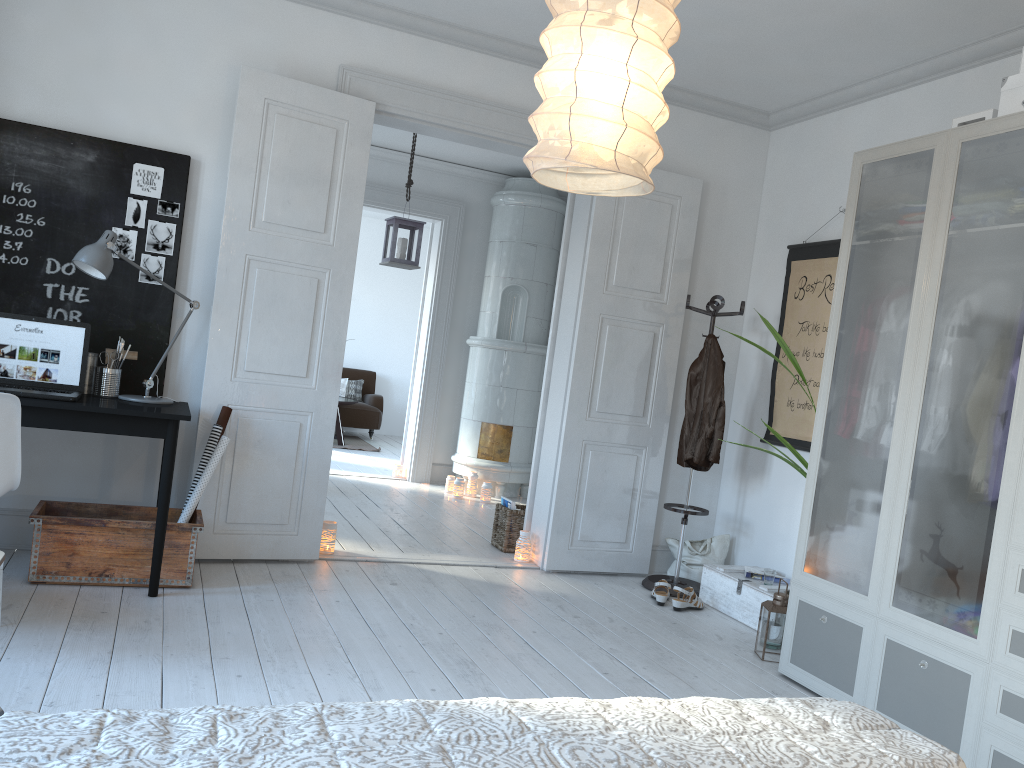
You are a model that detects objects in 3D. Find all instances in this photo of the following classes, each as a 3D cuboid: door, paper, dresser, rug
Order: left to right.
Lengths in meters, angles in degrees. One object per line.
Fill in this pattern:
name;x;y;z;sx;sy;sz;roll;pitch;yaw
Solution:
paper;-1.425;0.535;3.948;0.283;0.627;0.041;6;3;-43
paper;-1.444;0.514;4.002;0.043;0.669;0.266;9;2;24
paper;-1.439;0.470;4.076;0.048;0.747;0.297;9;2;24
rug;-2.478;0.584;10.170;1.711;0.055;1.454;7;1;-21
door;-1.394;-0.459;7.687;2.600;2.507;0.577;7;2;-22
door;-0.304;-0.260;4.886;2.600;2.507;0.577;7;2;-22
paper;1.334;1.004;4.652;0.221;0.031;0.175;8;1;11
dresser;1.787;0.208;3.104;0.631;2.164;1.430;7;2;-22

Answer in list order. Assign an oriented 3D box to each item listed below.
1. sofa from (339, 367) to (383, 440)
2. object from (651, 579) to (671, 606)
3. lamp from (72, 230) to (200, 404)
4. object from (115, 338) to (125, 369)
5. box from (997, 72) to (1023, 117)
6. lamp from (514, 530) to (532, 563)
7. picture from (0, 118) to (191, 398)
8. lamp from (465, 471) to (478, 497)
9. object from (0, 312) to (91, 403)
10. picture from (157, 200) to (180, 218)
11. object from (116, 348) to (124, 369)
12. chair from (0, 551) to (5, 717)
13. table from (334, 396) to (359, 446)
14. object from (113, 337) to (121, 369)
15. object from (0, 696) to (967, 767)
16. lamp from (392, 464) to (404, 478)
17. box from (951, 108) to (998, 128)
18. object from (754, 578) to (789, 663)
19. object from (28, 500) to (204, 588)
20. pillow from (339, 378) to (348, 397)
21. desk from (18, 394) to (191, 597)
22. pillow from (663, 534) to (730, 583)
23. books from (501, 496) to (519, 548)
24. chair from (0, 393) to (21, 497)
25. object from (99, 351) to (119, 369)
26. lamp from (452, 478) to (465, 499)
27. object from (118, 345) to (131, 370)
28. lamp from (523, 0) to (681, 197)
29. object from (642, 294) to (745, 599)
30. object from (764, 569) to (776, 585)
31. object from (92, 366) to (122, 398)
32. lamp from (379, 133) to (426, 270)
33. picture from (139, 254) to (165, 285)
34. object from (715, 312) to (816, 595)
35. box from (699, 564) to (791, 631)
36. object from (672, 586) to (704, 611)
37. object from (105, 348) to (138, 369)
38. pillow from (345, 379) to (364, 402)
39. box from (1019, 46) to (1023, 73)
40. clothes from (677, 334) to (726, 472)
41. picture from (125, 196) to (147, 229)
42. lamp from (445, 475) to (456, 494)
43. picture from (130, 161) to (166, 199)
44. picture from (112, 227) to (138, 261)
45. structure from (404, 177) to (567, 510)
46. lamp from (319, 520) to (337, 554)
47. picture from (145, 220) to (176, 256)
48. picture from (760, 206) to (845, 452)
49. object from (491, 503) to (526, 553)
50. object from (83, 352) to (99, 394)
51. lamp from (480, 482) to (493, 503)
sofa;-2.696;0.141;10.866;2.166;0.825;0.967;7;2;-22
object;0.794;1.088;4.716;0.099;0.126;0.272;8;1;11
lamp;-1.650;-0.283;3.886;0.229;0.716;0.617;9;2;39
object;-1.765;-0.075;3.948;0.012;0.264;0.062;8;2;21
box;1.911;-0.966;3.081;0.286;0.199;0.280;7;2;-22
lamp;0.067;0.947;5.163;0.093;0.180;0.092;6;2;-39
picture;-2.035;-0.550;4.039;0.953;1.173;0.063;7;2;-22
lamp;-0.334;0.842;7.446;0.098;0.210;0.098;7;2;-17
object;-1.962;-0.116;3.557;0.446;0.315;0.325;7;2;-21
picture;-1.607;-0.822;4.149;0.095;0.071;0.001;7;2;-22
object;-1.762;-0.053;3.941;0.009;0.222;0.082;8;2;8
chair;-1.497;0.494;2.068;0.562;0.798;0.524;7;2;-22
table;-2.440;0.363;10.137;1.301;0.503;1.298;7;1;-31
object;-1.769;-0.079;3.946;0.008;0.268;0.060;7;2;-5
object;0.004;0.543;1.325;1.461;0.104;0.404;7;1;-22
lamp;-1.024;0.782;7.955;0.093;0.110;0.093;7;2;-5
box;1.806;-0.938;3.337;0.223;0.107;0.180;7;1;-22
object;1.179;1.043;3.928;0.132;0.352;0.137;8;2;1
object;-1.699;0.693;3.823;0.665;0.282;0.339;7;2;-22
pillow;-2.273;0.028;11.012;0.471;0.309;0.188;7;2;-21
desk;-1.997;0.417;3.683;1.160;0.759;0.650;7;2;-22
pillow;1.097;1.022;5.258;0.317;0.314;0.272;7;2;-21
books;0.037;0.868;5.537;0.201;0.300;0.179;7;2;-22
chair;-1.964;0.400;3.007;0.553;0.824;0.475;9;2;33
object;-1.801;-0.049;3.932;0.081;0.198;0.050;8;2;3
lamp;-0.435;0.854;7.266;0.089;0.166;0.089;7;2;-20
object;-1.748;-0.060;3.940;0.084;0.240;0.009;6;3;-45
lamp;0.269;-1.094;2.134;0.338;1.232;0.340;8;2;10
object;1.031;0.340;4.983;0.375;1.659;0.374;7;2;-14
object;1.296;0.978;4.469;0.060;0.082;0.060;9;2;33
object;-1.793;-0.007;3.927;0.108;0.128;0.108;7;2;-7
lamp;-0.657;-1.680;6.068;0.228;1.763;0.228;7;2;-25
picture;-1.682;-0.538;4.144;0.103;0.136;0.001;7;2;-22
object;1.371;0.455;4.099;1.043;1.555;0.288;8;2;8
box;1.302;1.110;4.596;0.376;0.218;0.640;7;1;-22
object;0.928;1.108;4.618;0.099;0.126;0.272;9;2;41
object;-1.764;-0.048;3.992;0.138;0.209;0.034;6;3;-42
pillow;-2.130;0.057;11.191;0.542;0.288;0.182;7;2;-21
box;1.931;-1.117;3.103;0.225;0.107;0.180;7;2;-32
clothes;1.071;0.105;4.903;0.237;0.771;0.211;8;2;12
picture;-1.738;-0.792;4.101;0.083;0.146;0.002;7;2;-22
lamp;-0.519;0.848;7.481;0.084;0.146;0.084;7;2;-17
picture;-1.686;-0.946;4.106;0.148;0.154;0.004;7;2;-22
picture;-1.793;-0.645;4.091;0.107;0.150;0.001;7;2;-22
structure;-0.096;-0.365;7.616;0.799;2.829;1.248;8;2;23
lamp;-0.985;0.819;4.731;0.089;0.166;0.089;7;2;-29
picture;-1.642;-0.687;4.146;0.121;0.153;0.002;7;2;-22
picture;1.668;-0.287;4.710;0.057;1.314;0.792;7;2;-22
object;0.045;0.902;5.543;0.270;0.265;0.223;7;2;-22
object;-1.898;-0.047;3.959;0.079;0.188;0.078;6;3;-43
lamp;-0.209;0.885;7.234;0.089;0.166;0.089;7;2;-23
